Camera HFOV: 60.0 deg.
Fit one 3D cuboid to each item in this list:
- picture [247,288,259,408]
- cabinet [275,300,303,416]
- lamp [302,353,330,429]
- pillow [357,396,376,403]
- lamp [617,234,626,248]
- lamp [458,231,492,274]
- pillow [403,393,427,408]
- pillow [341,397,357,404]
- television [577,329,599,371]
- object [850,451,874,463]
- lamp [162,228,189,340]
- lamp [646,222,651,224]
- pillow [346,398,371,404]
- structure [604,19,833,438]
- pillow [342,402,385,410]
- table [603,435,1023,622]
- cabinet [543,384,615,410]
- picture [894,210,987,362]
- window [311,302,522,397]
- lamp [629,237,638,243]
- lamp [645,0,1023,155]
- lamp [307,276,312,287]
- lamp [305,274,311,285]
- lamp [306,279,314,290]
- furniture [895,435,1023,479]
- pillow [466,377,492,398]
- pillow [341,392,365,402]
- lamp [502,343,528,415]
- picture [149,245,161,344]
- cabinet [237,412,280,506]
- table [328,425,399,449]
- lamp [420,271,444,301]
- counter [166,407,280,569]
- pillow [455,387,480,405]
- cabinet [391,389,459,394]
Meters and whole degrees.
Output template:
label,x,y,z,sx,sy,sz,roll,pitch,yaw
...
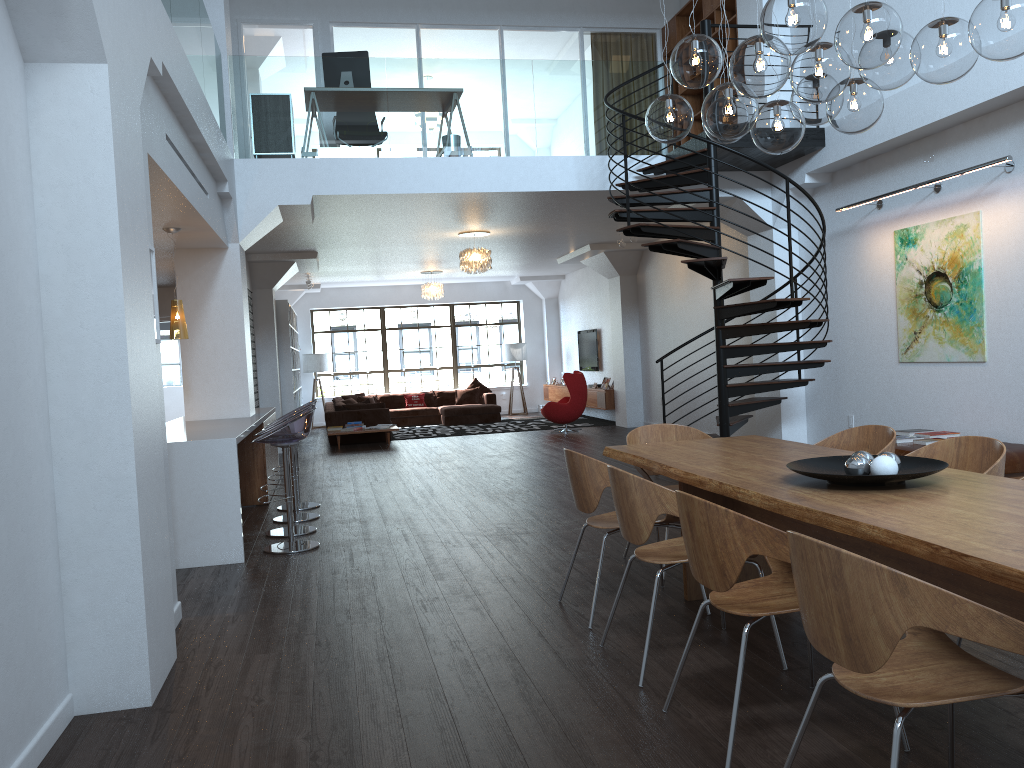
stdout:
label,x,y,z,sx,sy,sz,roll,pitch,yaw
picture,-3.768,-0.188,12.991,0.021,2.380,0.800,-4,2,-11
cabinet,-4.238,-0.191,16.514,0.461,2.414,4.500,-4,2,-12
lamp,-4.145,0.144,18.919,0.545,1.579,0.545,-4,2,-23
pillow,-2.982,0.400,18.173,0.489,0.337,0.238,-5,3,-42
lamp,1.598,-2.082,12.894,0.111,0.211,0.120,-2,2,23
lamp,-0.497,-1.767,11.997,0.441,0.539,0.442,-2,2,31
pillow,-2.022,0.353,18.515,0.465,0.308,0.220,-4,2,-15
pillow,-2.980,0.448,16.620,0.325,0.391,0.625,-3,2,5
television,1.507,-0.666,17.627,0.013,0.816,1.324,-4,2,-12
object,1.404,0.318,3.559,0.100,0.100,0.100,-2,2,33
lamp,-2.151,-1.341,8.424,0.149,1.807,2.842,-2,2,28
lamp,1.805,-2.061,11.891,0.120,0.211,0.111,-5,2,-37
pillow,-2.587,0.449,15.243,0.559,0.411,0.269,-2,2,34
structure,1.937,-1.237,8.406,1.998,4.352,1.998,-2,2,39
pillow,-2.494,0.495,14.991,0.750,0.364,0.289,-4,2,-12
table,1.414,0.756,3.496,1.012,0.750,3.803,-4,2,-11
cabinet,1.387,0.219,17.687,0.459,0.350,4.501,-4,2,-12
picture,3.633,-0.788,7.578,0.010,1.200,1.095,-4,2,-12
window,-2.076,-0.791,19.950,4.648,1.905,0.114,-4,2,-12
lamp,1.701,-2.072,12.398,0.111,0.211,0.120,-2,2,38
lamp,1.190,-2.095,3.714,0.849,2.140,1.787,-4,2,-13
lamp,-3.791,-1.906,16.560,0.111,0.211,0.120,-2,2,38
lamp,-3.689,-1.896,16.064,0.111,0.211,0.120,-2,2,23
lamp,-3.895,-1.917,17.067,0.120,0.211,0.111,-5,2,-37
furniture,3.349,0.681,7.114,0.907,0.453,1.819,-4,2,-12
pillow,-0.778,0.157,18.815,0.651,0.587,0.335,-4,2,-33
pillow,-3.190,0.392,18.229,0.580,0.418,0.334,-5,2,-38
lamp,0.093,-0.114,19.684,0.545,1.579,0.545,-3,2,-1
picture,-1.815,-0.456,4.403,0.018,0.500,0.500,-4,2,-12
cabinet,-2.764,0.799,8.227,0.898,0.796,4.493,-4,2,-12
table,-2.386,0.855,14.219,1.100,0.271,0.853,-4,2,-12
lamp,-1.523,-1.872,16.953,0.441,0.539,0.442,-2,2,31
counter,-1.542,0.755,6.820,3.039,0.860,8.182,-5,2,-41
pillow,-0.941,0.255,18.615,0.542,0.362,0.248,-3,2,9
cabinet,-1.895,0.481,19.459,1.520,0.625,0.350,-4,2,-12
